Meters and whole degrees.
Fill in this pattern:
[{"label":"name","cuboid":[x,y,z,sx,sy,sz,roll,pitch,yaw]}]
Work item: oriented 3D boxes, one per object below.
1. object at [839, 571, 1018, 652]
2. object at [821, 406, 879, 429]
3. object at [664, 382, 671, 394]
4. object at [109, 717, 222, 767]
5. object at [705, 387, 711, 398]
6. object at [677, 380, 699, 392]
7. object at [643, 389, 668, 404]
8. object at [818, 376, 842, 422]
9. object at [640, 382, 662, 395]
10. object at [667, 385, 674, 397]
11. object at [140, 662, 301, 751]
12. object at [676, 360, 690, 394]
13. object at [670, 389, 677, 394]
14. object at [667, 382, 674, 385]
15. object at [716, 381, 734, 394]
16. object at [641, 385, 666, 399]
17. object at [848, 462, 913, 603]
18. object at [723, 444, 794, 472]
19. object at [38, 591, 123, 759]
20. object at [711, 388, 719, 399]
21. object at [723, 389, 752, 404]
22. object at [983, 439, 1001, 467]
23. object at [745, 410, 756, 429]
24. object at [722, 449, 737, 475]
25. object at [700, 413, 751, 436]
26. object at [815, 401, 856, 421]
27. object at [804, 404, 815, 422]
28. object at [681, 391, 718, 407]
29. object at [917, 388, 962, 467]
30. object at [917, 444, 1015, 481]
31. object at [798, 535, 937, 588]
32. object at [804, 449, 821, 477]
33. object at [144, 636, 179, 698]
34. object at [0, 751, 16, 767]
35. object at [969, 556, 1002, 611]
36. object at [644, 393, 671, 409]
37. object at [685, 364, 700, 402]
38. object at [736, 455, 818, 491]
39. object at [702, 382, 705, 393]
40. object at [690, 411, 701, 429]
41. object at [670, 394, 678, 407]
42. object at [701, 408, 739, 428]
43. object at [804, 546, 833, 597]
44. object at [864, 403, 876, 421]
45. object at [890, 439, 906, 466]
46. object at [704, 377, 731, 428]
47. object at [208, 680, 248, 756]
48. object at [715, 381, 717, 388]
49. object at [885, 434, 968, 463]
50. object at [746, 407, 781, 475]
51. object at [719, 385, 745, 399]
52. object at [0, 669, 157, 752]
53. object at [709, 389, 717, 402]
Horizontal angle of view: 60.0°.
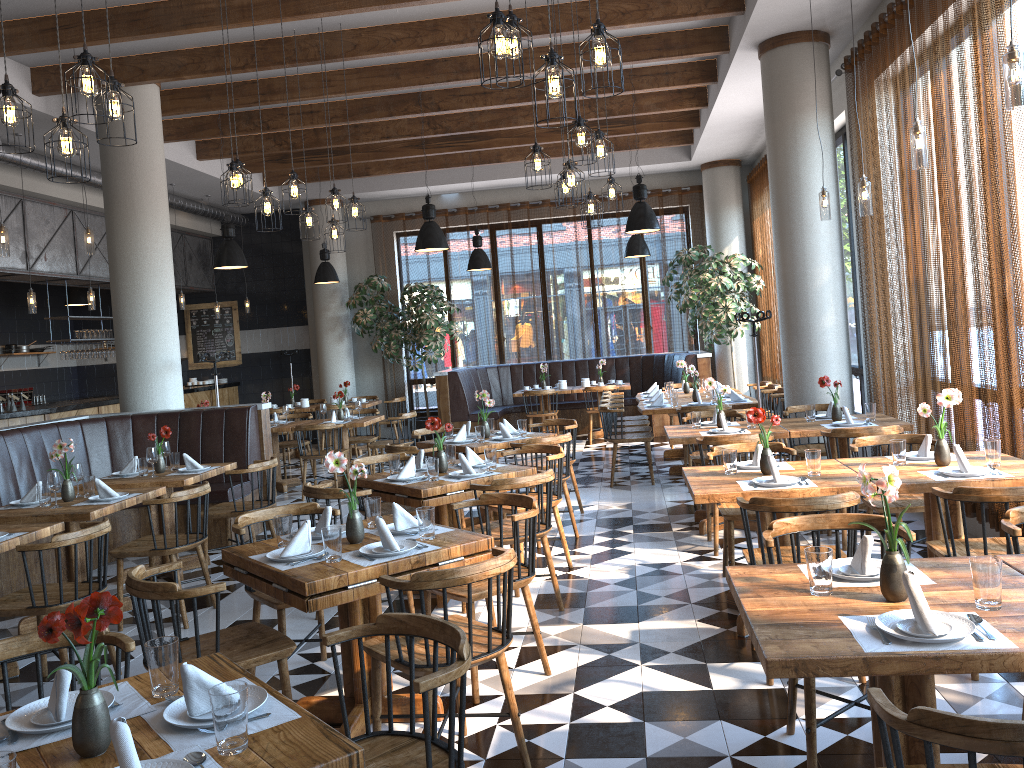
[{"label":"object","cuboid":[1.037,0.560,2.250,0.352,0.137,0.272,-4,3,7]},{"label":"object","cuboid":[2.451,0.232,6.465,0.352,0.137,0.272,-4,3,7]},{"label":"object","cuboid":[1.890,0.051,10.742,0.080,0.132,0.080,-4,1,-8]},{"label":"object","cuboid":[-0.734,0.722,1.686,0.353,0.137,0.272,-6,3,-38]},{"label":"object","cuboid":[2.164,0.083,9.754,0.080,0.132,0.080,-4,1,-8]},{"label":"object","cuboid":[2.126,0.018,10.991,0.352,0.137,0.272,-4,3,7]},{"label":"object","cuboid":[1.565,0.127,9.702,0.271,0.137,0.352,-4,3,7]},{"label":"object","cuboid":[2.428,0.109,6.752,0.171,0.355,0.156,-4,1,30]},{"label":"object","cuboid":[1.718,0.051,10.935,0.271,0.137,0.352,-4,3,7]},{"label":"object","cuboid":[1.822,0.085,10.187,0.080,0.132,0.080,-4,1,-8]},{"label":"object","cuboid":[-0.694,0.699,2.062,0.272,0.137,0.351,-6,3,-38]},{"label":"object","cuboid":[2.075,-0.089,10.595,0.206,0.400,0.146,-4,1,6]},{"label":"object","cuboid":[1.742,0.125,9.539,0.080,0.132,0.080,-4,1,-8]},{"label":"object","cuboid":[1.942,0.042,10.840,0.080,0.132,0.080,-4,1,-8]},{"label":"object","cuboid":[2.436,0.034,10.240,0.271,0.137,0.352,-4,3,7]},{"label":"object","cuboid":[1.647,0.087,10.362,0.271,0.137,0.352,-4,3,7]},{"label":"object","cuboid":[1.047,0.414,2.506,0.146,0.400,0.207,-4,1,0]},{"label":"object","cuboid":[1.362,0.394,4.925,0.352,0.137,0.272,-4,3,7]},{"label":"object","cuboid":[-0.895,0.615,1.864,0.156,0.355,0.171,-5,1,-36]},{"label":"object","cuboid":[2.130,0.110,9.275,0.080,0.132,0.080,-4,1,-8]},{"label":"object","cuboid":[2.284,0.110,9.011,0.271,0.137,0.352,-4,3,7]},{"label":"object","cuboid":[2.403,0.345,4.429,0.080,0.132,0.080,-3,2,42]},{"label":"object","cuboid":[1.813,0.269,6.714,0.080,0.132,0.080,-4,1,-8]},{"label":"object","cuboid":[1.173,0.420,4.764,0.080,0.132,0.080,-4,1,-8]},{"label":"object","cuboid":[1.572,0.292,6.575,0.352,0.137,0.272,-4,3,7]},{"label":"object","cuboid":[2.511,0.199,6.995,0.352,0.137,0.272,-4,3,7]},{"label":"object","cuboid":[2.302,0.226,6.834,0.080,0.132,0.080,-4,1,32]},{"label":"object","cuboid":[1.885,0.144,8.928,0.352,0.137,0.272,-4,3,7]},{"label":"object","cuboid":[2.190,0.222,4.518,0.206,0.400,0.146,-4,1,11]},{"label":"object","cuboid":[2.182,0.367,4.285,0.352,0.137,0.272,-4,3,7]},{"label":"object","cuboid":[1.097,0.527,2.779,0.352,0.137,0.272,-4,3,7]},{"label":"object","cuboid":[1.544,0.404,4.537,0.080,0.132,0.080,-4,1,-8]},{"label":"object","cuboid":[-0.868,0.707,2.208,0.080,0.132,0.080,-4,1,22]},{"label":"object","cuboid":[-0.933,0.744,1.595,0.080,0.132,0.080,-4,1,32]},{"label":"object","cuboid":[1.278,0.537,2.383,0.080,0.132,0.080,-4,1,-8]},{"label":"object","cuboid":[1.495,0.163,9.133,0.271,0.137,0.352,-4,3,7]},{"label":"object","cuboid":[1.902,-0.010,9.331,0.146,0.400,0.207,-4,1,12]},{"label":"object","cuboid":[1.302,0.427,4.395,0.352,0.137,0.272,-4,3,7]},{"label":"object","cuboid":[2.278,0.039,10.414,0.080,0.132,0.080,-4,1,-8]},{"label":"object","cuboid":[1.443,0.285,6.941,0.080,0.132,0.080,-4,1,-8]},{"label":"object","cuboid":[1.634,0.166,8.915,0.080,0.132,0.080,-4,1,-8]},{"label":"object","cuboid":[1.631,0.259,7.105,0.352,0.137,0.272,-4,3,7]},{"label":"object","cuboid":[0.907,0.553,2.610,0.080,0.132,0.080,-4,1,-8]},{"label":"object","cuboid":[2.672,0.210,6.607,0.080,0.132,0.080,-4,1,32]},{"label":"object","cuboid":[2.033,0.361,4.656,0.080,0.132,0.080,-3,2,42]},{"label":"object","cuboid":[1.597,0.143,6.867,0.207,0.400,0.146,-5,1,-29]},{"label":"object","cuboid":[-0.592,0.704,1.863,0.080,0.132,0.080,-5,1,-18]},{"label":"object","cuboid":[2.511,-0.003,10.845,0.271,0.137,0.352,-4,3,7]},{"label":"object","cuboid":[2.241,0.335,4.815,0.352,0.137,0.272,-4,3,7]},{"label":"object","cuboid":[1.337,0.298,4.711,0.156,0.355,0.171,-5,1,-14]},{"label":"object","cuboid":[2.354,0.075,9.580,0.271,0.137,0.352,-4,3,7]},{"label":"object","cuboid":[-1.069,0.725,2.106,0.353,0.137,0.272,-6,3,-38]},{"label":"object","cuboid":[2.070,0.124,9.095,0.080,0.132,0.080,-4,1,-8]}]
